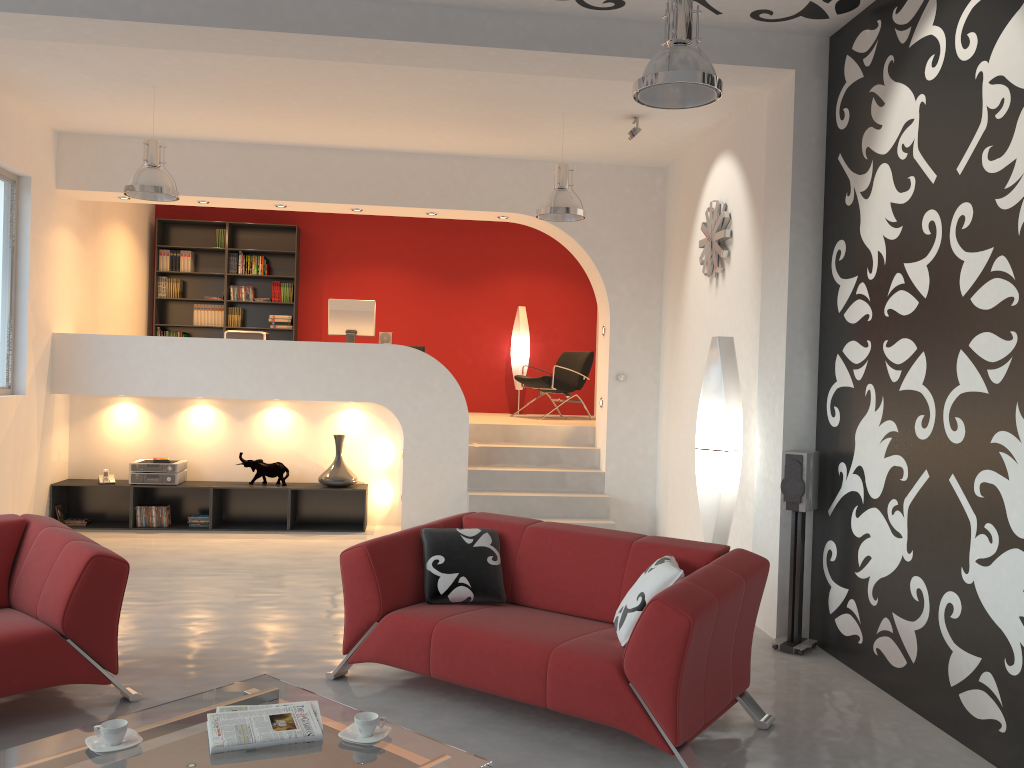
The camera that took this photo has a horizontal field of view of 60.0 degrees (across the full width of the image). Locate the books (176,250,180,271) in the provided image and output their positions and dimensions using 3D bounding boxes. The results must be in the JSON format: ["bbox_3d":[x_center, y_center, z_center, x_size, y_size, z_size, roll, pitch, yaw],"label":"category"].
[{"bbox_3d":[-4.000,-1.468,10.693,0.040,0.260,0.200,2,1,-6],"label":"books"}]

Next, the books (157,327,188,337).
[{"bbox_3d":[-4.082,-0.534,10.685,0.341,0.286,0.231,2,1,-6],"label":"books"}]

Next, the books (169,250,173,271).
[{"bbox_3d":[-4.080,-1.470,10.684,0.040,0.260,0.200,2,1,-6],"label":"books"}]

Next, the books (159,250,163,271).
[{"bbox_3d":[-4.201,-1.474,10.670,0.040,0.260,0.200,2,1,-6],"label":"books"}]

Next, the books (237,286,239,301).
[{"bbox_3d":[-3.322,-1.096,10.794,0.031,0.190,0.135,2,1,-6],"label":"books"}]

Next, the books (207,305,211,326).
[{"bbox_3d":[-3.646,-0.824,10.741,0.040,0.260,0.200,2,1,-6],"label":"books"}]

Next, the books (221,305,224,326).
[{"bbox_3d":[-3.485,-0.820,10.760,0.040,0.260,0.200,2,1,-6],"label":"books"}]

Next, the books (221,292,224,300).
[{"bbox_3d":[-3.487,-1.099,10.776,0.063,0.187,0.135,2,1,-6],"label":"books"}]

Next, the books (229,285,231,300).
[{"bbox_3d":[-3.411,-1.099,10.784,0.031,0.190,0.135,2,1,-6],"label":"books"}]

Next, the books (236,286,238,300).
[{"bbox_3d":[-3.337,-1.097,10.793,0.031,0.190,0.135,2,1,-6],"label":"books"}]

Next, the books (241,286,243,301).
[{"bbox_3d":[-3.277,-1.095,10.799,0.031,0.190,0.135,2,1,-6],"label":"books"}]

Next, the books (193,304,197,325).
[{"bbox_3d":[-3.807,-0.829,10.723,0.040,0.260,0.200,2,1,-6],"label":"books"}]

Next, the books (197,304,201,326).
[{"bbox_3d":[-3.767,-0.828,10.728,0.040,0.260,0.200,2,1,-6],"label":"books"}]

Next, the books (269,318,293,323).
[{"bbox_3d":[-2.819,-0.770,10.819,0.260,0.040,0.200,2,1,-7],"label":"books"}]

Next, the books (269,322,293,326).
[{"bbox_3d":[-2.816,-0.729,10.821,0.260,0.040,0.200,2,1,-6],"label":"books"}]

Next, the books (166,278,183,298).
[{"bbox_3d":[-4.070,-1.143,10.701,0.146,0.240,0.170,2,1,-6],"label":"books"}]

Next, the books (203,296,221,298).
[{"bbox_3d":[-3.631,-1.048,10.760,0.190,0.015,0.135,2,1,-6],"label":"books"}]

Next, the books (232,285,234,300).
[{"bbox_3d":[-3.381,-1.098,10.788,0.031,0.190,0.135,2,1,-6],"label":"books"}]

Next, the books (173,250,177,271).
[{"bbox_3d":[-4.040,-1.469,10.688,0.040,0.260,0.200,2,1,-6],"label":"books"}]

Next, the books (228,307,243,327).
[{"bbox_3d":[-3.362,-0.806,10.785,0.146,0.240,0.170,2,1,-6],"label":"books"}]

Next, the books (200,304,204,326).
[{"bbox_3d":[-3.727,-0.827,10.732,0.040,0.260,0.200,2,1,-6],"label":"books"}]

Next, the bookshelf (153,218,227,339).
[{"bbox_3d":[-3.849,-0.843,10.686,0.816,2.213,0.305,2,1,-6],"label":"bookshelf"}]

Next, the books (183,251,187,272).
[{"bbox_3d":[-3.918,-1.465,10.702,0.040,0.260,0.200,2,1,-6],"label":"books"}]

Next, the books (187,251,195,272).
[{"bbox_3d":[-3.878,-1.464,10.707,0.040,0.260,0.200,2,1,-6],"label":"books"}]

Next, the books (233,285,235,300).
[{"bbox_3d":[-3.367,-1.097,10.789,0.031,0.190,0.135,2,1,-6],"label":"books"}]

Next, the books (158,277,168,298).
[{"bbox_3d":[-4.190,-1.155,10.688,0.090,0.256,0.181,2,1,-6],"label":"books"}]

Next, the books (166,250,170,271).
[{"bbox_3d":[-4.120,-1.471,10.679,0.040,0.260,0.200,2,1,-6],"label":"books"}]

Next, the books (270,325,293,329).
[{"bbox_3d":[-2.800,-0.689,10.826,0.260,0.040,0.200,2,1,-5],"label":"books"}]

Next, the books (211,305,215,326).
[{"bbox_3d":[-3.606,-0.823,10.746,0.040,0.260,0.200,2,1,-6],"label":"books"}]

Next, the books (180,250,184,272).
[{"bbox_3d":[-3.959,-1.466,10.698,0.040,0.260,0.200,2,1,-6],"label":"books"}]

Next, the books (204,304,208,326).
[{"bbox_3d":[-3.687,-0.826,10.737,0.040,0.260,0.200,2,1,-6],"label":"books"}]

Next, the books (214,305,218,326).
[{"bbox_3d":[-3.565,-0.822,10.751,0.040,0.260,0.200,2,1,-6],"label":"books"}]

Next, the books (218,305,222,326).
[{"bbox_3d":[-3.525,-0.821,10.755,0.040,0.260,0.200,2,1,-6],"label":"books"}]

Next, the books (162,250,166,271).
[{"bbox_3d":[-4.160,-1.472,10.675,0.040,0.260,0.200,2,1,-6],"label":"books"}]

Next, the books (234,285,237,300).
[{"bbox_3d":[-3.352,-1.097,10.791,0.031,0.190,0.135,2,1,-6],"label":"books"}]

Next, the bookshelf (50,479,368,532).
[{"bbox_3d":[-2.744,1.125,8.215,2.764,0.397,0.405,2,1,-6],"label":"bookshelf"}]

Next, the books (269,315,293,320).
[{"bbox_3d":[-2.807,-0.809,10.811,0.260,0.040,0.200,2,1,-6],"label":"books"}]

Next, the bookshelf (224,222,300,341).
[{"bbox_3d":[-3.038,-0.819,10.777,0.816,2.213,0.305,2,1,-6],"label":"bookshelf"}]

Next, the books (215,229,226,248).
[{"bbox_3d":[-3.509,-1.744,10.756,0.146,0.240,0.170,2,1,-6],"label":"books"}]

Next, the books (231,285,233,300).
[{"bbox_3d":[-3.396,-1.098,10.786,0.031,0.190,0.135,2,1,-6],"label":"books"}]
